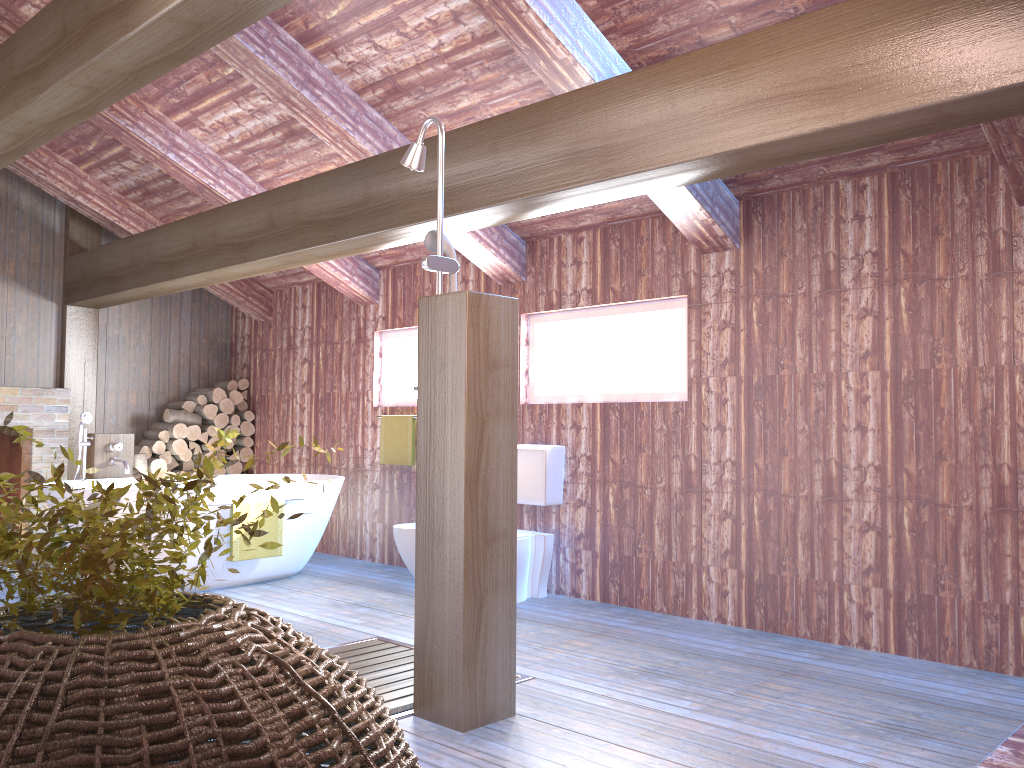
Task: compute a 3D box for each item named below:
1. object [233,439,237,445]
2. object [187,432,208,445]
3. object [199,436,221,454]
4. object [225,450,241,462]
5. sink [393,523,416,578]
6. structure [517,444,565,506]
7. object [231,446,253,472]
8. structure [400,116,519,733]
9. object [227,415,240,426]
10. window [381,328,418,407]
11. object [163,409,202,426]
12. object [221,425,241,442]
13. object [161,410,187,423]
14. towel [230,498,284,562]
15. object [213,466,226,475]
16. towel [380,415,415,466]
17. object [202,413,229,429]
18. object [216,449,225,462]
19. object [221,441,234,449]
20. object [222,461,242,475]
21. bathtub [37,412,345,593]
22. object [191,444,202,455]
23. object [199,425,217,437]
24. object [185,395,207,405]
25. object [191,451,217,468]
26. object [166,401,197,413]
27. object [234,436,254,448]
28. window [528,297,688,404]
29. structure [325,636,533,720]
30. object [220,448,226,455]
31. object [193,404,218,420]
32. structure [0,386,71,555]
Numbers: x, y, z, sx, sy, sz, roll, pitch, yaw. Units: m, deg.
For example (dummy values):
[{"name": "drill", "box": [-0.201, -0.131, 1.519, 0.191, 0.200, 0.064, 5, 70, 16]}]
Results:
[{"name": "object", "box": [-2.580, 0.519, 8.040, 0.280, 0.092, 0.088, -2, -4, 44]}, {"name": "object", "box": [-2.800, 0.476, 7.736, 0.424, 0.124, 0.109, -2, -4, 43]}, {"name": "object", "box": [-2.727, 0.538, 7.817, 0.439, 0.157, 0.136, -2, -4, 44]}, {"name": "object", "box": [-2.592, 0.635, 7.957, 0.423, 0.112, 0.115, -2, -4, 44]}, {"name": "sink", "box": [-0.552, 1.046, 5.865, 0.335, 0.517, 0.515, -2, -4, 44]}, {"name": "structure", "box": [0.133, 0.556, 5.462, 0.358, 0.363, 0.182, -2, -4, 44]}, {"name": "object", "box": [-2.521, 0.686, 8.044, 0.439, 0.256, 0.137, -2, -4, 44]}, {"name": "structure", "box": [-0.201, 0.080, 3.259, 0.328, 2.209, 0.522, 2, -3, -26]}, {"name": "object", "box": [-2.590, 0.327, 7.969, 0.437, 0.106, 0.089, -2, -4, 44]}, {"name": "window", "box": [-0.542, -0.130, 6.409, 1.255, 0.587, 0.054, -2, -4, 44]}, {"name": "object", "box": [-2.815, 0.291, 7.584, 0.121, 0.157, 0.302, -2, -4, 44]}, {"name": "object", "box": [-2.635, 0.443, 7.961, 0.482, 0.151, 0.172, -2, -4, 44]}, {"name": "object", "box": [-2.941, 0.293, 7.738, 0.291, 0.130, 0.113, -2, -4, 44]}, {"name": "towel", "box": [-1.561, 0.890, 5.441, 0.032, 0.361, 0.370, -2, -4, 40]}, {"name": "object", "box": [-2.661, 0.755, 7.841, 0.301, 0.113, 0.114, -2, -4, 41]}, {"name": "towel", "box": [-0.829, 0.406, 6.414, 0.370, 0.361, 0.032, -2, -4, 43]}, {"name": "object", "box": [-2.687, 0.334, 7.869, 0.440, 0.151, 0.143, -2, -4, 44]}, {"name": "object", "box": [-2.668, 0.628, 7.855, 0.302, 0.118, 0.111, -2, -4, 42]}, {"name": "object", "box": [-2.638, 0.522, 7.910, 0.438, 0.109, 0.102, -2, -4, 44]}, {"name": "object", "box": [-2.598, 0.752, 7.956, 0.437, 0.133, 0.137, -2, -4, 41]}, {"name": "bathtub", "box": [-2.010, 0.741, 5.804, 1.935, 1.109, 1.460, 2, -3, -25]}, {"name": "object", "box": [-2.803, 0.566, 7.739, 0.280, 0.096, 0.085, -2, -4, 44]}, {"name": "object", "box": [-2.739, 0.408, 7.804, 0.438, 0.109, 0.102, -2, -4, 44]}, {"name": "object", "box": [-2.768, 0.141, 7.775, 0.227, 0.097, 0.094, -2, -4, 44]}, {"name": "object", "box": [-2.757, 0.660, 7.779, 0.437, 0.143, 0.141, -2, -4, 41]}, {"name": "object", "box": [-2.905, 0.211, 7.782, 0.319, 0.121, 0.140, -3, -4, 45]}, {"name": "object", "box": [-2.505, 0.520, 8.054, 0.438, 0.109, 0.102, -2, -4, 44]}, {"name": "window", "box": [0.569, -0.176, 5.334, 1.255, 0.587, 0.054, -2, -4, 44]}, {"name": "structure", "box": [-0.619, 1.207, 3.559, 1.000, 0.067, 1.000, -2, -4, 43]}, {"name": "object", "box": [-2.621, 0.605, 7.908, 0.177, 0.069, 0.065, -2, -4, 42]}, {"name": "object", "box": [-2.767, 0.241, 7.814, 0.458, 0.148, 0.139, -2, -4, 44]}, {"name": "structure", "box": [-3.996, 0.677, 6.714, 0.226, 1.330, 1.130, -2, -4, 43]}]
